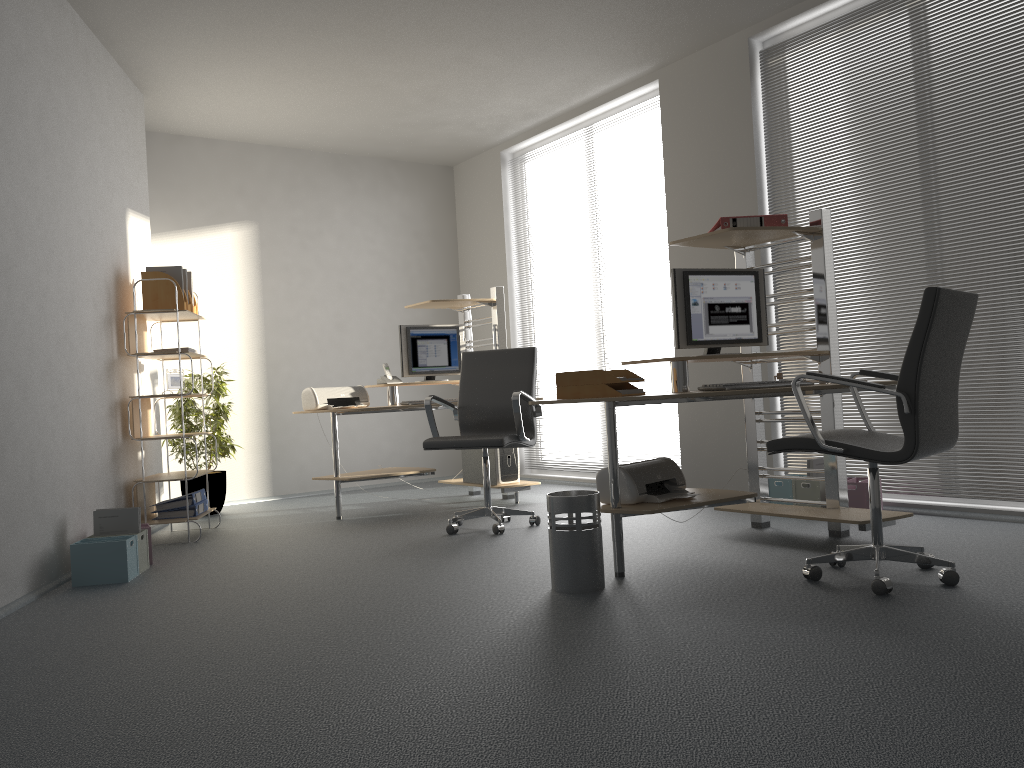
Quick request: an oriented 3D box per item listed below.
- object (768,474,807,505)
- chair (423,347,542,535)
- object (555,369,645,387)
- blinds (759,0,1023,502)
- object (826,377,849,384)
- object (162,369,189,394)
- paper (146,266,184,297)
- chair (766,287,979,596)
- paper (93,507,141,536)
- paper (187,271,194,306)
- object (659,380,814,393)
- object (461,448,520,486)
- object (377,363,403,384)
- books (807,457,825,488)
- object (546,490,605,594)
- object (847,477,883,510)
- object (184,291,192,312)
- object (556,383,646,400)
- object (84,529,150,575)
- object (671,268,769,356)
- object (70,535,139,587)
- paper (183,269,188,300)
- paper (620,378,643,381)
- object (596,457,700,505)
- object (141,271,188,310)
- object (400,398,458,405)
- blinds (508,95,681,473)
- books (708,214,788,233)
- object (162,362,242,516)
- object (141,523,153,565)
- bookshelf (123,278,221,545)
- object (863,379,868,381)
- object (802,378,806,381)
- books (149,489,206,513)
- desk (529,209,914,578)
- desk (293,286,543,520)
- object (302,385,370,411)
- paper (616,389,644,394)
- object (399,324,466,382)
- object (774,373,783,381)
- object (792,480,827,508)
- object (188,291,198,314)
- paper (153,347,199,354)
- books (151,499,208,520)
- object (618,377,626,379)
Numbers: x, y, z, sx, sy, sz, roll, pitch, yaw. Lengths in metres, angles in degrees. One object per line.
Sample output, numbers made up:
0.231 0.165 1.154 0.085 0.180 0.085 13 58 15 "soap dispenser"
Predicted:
1.639 0.644 5.172 0.245 0.202 0.185 -3 -1 -35 "object"
-0.157 0.313 5.164 0.584 1.048 0.652 -3 -1 21 "chair"
0.377 -0.029 3.793 0.309 0.060 0.225 -4 -1 34 "object"
2.204 -0.777 4.801 0.022 2.770 1.950 -3 -1 -35 "blinds"
1.503 -0.017 4.054 0.132 0.026 0.132 -3 -1 -35 "object"
-2.092 -0.013 5.515 0.077 0.161 0.192 -3 -1 11 "object"
-2.143 -0.577 5.482 0.213 0.297 0.045 -3 -1 -10 "paper"
1.362 0.206 3.327 0.652 1.048 0.584 -4 -1 42 "chair"
-1.940 0.766 4.366 0.220 0.306 0.068 -3 -1 -8 "paper"
-2.171 -0.573 5.729 0.213 0.297 0.045 -3 -1 -4 "paper"
0.912 0.041 4.004 0.478 0.082 0.814 -3 -1 -27 "object"
-0.157 0.502 6.405 0.199 0.422 0.471 -3 -1 -35 "object"
-0.878 -0.076 6.328 0.119 0.151 0.150 -4 -1 41 "object"
1.748 0.565 5.008 0.220 0.306 0.068 -3 -1 -34 "books"
0.248 0.614 3.454 0.208 0.377 0.208 -3 -1 9 "object"
1.894 0.626 4.850 0.185 0.202 0.245 -4 -1 37 "object"
-2.156 -0.555 5.584 0.243 0.259 0.113 -3 -1 -7 "object"
0.380 0.027 3.792 0.309 0.060 0.225 -4 -1 34 "object"
-1.934 0.836 4.350 0.245 0.202 0.185 -3 -1 -8 "object"
0.984 -0.339 4.285 0.516 0.418 0.245 -3 -1 -13 "object"
-1.908 0.832 4.167 0.245 0.202 0.185 -3 -1 -8 "object"
-2.161 -0.575 5.604 0.213 0.297 0.045 -3 -1 -7 "paper"
0.379 -0.012 3.792 0.297 0.010 0.210 -4 -1 34 "paper"
0.624 0.413 3.817 0.351 0.162 0.438 -4 -1 39 "object"
-2.138 -0.558 5.462 0.243 0.259 0.113 -3 -1 -10 "object"
-0.637 0.156 6.308 0.478 0.082 0.814 -3 -1 -27 "object"
0.608 -0.661 7.101 0.037 2.749 1.950 -3 -1 -35 "blinds"
1.140 -0.760 4.321 0.320 0.072 0.262 -3 -1 -3 "books"
-2.300 0.410 6.649 0.544 1.147 0.644 -3 -1 -6 "object"
-1.993 0.842 4.569 0.245 0.202 0.185 -3 -1 -26 "object"
-2.105 0.169 5.518 0.381 1.572 0.724 -3 -1 -7 "bookshelf"
1.571 -0.013 4.103 0.011 0.011 0.158 -3 -1 -38 "object"
1.377 -0.016 4.205 0.022 0.042 0.134 -3 -1 7 "object"
-2.068 0.722 5.499 0.263 0.100 0.320 -3 -1 -7 "books"
0.933 -0.023 3.879 1.469 1.566 0.967 -3 -1 -35 "desk"
-0.657 0.094 6.174 1.469 1.566 0.967 -3 -1 -35 "desk"
-1.172 0.091 6.110 0.438 0.162 0.351 -3 -1 -43 "object"
0.382 0.039 3.791 0.297 0.019 0.210 -4 -1 34 "paper"
-0.596 -0.223 6.560 0.516 0.418 0.245 -3 -1 -20 "object"
1.273 -0.021 4.224 0.054 0.064 0.159 -4 -1 22 "object"
1.744 0.636 5.019 0.245 0.202 0.185 -3 -1 -35 "object"
-2.166 -0.553 5.708 0.243 0.259 0.113 -3 -1 -4 "object"
-2.124 -0.196 5.619 0.213 0.046 0.297 -3 -1 -8 "paper"
-2.055 0.776 5.500 0.262 0.072 0.320 -3 -1 -7 "books"
0.462 -0.026 3.734 0.008 0.009 0.159 -3 -1 19 "object"
